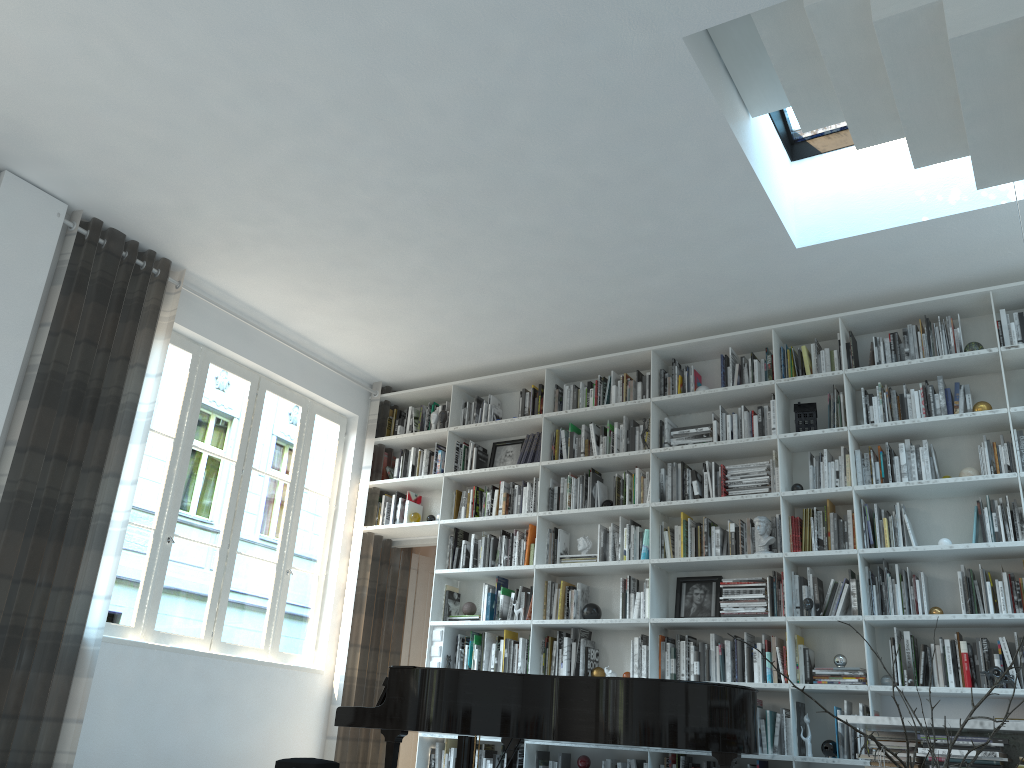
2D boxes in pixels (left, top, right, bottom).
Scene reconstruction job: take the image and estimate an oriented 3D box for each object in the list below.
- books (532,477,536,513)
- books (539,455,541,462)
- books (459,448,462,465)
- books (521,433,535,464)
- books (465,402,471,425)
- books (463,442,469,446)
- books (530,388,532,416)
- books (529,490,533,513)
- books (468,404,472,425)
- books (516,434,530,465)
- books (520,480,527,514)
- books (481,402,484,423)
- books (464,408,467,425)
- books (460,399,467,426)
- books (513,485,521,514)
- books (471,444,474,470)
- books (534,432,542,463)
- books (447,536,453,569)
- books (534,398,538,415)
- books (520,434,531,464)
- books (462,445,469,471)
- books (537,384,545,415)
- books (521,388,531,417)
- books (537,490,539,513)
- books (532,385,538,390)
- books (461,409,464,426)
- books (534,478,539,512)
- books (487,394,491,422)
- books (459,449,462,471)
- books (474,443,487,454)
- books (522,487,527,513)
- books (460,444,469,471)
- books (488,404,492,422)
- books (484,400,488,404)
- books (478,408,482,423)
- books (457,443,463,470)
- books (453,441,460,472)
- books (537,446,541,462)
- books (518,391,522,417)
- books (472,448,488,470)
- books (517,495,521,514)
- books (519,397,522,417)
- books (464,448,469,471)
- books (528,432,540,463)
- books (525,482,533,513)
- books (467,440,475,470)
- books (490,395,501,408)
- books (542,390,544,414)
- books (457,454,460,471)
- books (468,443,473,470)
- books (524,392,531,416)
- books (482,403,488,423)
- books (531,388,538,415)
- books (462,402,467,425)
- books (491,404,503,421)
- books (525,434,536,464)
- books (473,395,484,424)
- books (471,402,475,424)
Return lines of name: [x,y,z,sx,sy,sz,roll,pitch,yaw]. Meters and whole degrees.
books: [0.199,0.843,6.432,0.012,0.289,0.183,-9,-25,30]
books: [0.271,0.512,6.572,0.079,0.284,0.175,-9,-25,30]
books: [-0.353,0.632,6.895,0.009,0.227,0.185,-9,-25,30]
books: [0.149,0.530,6.621,0.110,0.278,0.175,-9,-25,30]
books: [-0.313,0.286,7.037,0.012,0.248,0.180,-9,-25,30]
books: [-0.349,0.611,6.922,0.006,0.287,0.144,-9,-25,30]
books: [0.186,0.189,6.762,0.013,0.282,0.167,-9,-25,30]
books: [0.175,0.894,6.450,0.013,0.205,0.173,-9,-25,30]
books: [-0.289,0.292,7.016,0.013,0.224,0.177,-9,-25,30]
books: [0.115,0.540,6.651,0.110,0.278,0.175,-9,-25,30]
books: [0.117,0.866,6.490,0.012,0.279,0.188,-9,-25,30]
books: [-0.189,0.277,6.955,0.013,0.218,0.181,-9,-25,30]
books: [-0.329,0.310,7.047,0.032,0.209,0.159,-9,-25,30]
books: [-0.363,0.283,7.085,0.007,0.284,0.160,-9,-25,30]
books: [0.064,0.891,6.533,0.029,0.259,0.158,-9,-25,30]
books: [-0.258,0.609,6.850,0.011,0.249,0.168,-9,-25,30]
books: [0.232,0.519,6.594,0.079,0.284,0.175,-9,-25,30]
books: [-0.430,1.299,6.676,0.012,0.284,0.160,-9,-25,30]
books: [0.225,0.222,6.713,0.027,0.189,0.178,-9,-25,30]
books: [0.139,0.540,6.646,0.110,0.278,0.175,-9,-25,30]
books: [-0.331,0.617,6.877,0.004,0.245,0.189,-9,-25,30]
books: [0.245,0.166,6.711,0.025,0.296,0.164,-9,-25,30]
books: [0.128,0.196,6.783,0.024,0.278,0.188,-9,-25,30]
books: [0.259,0.866,6.362,0.039,0.201,0.236,-9,-26,30]
books: [0.183,0.180,6.787,0.014,0.319,0.137,-9,-25,30]
books: [-0.359,0.316,7.058,0.017,0.203,0.143,-9,-25,30]
books: [0.219,0.845,6.433,0.022,0.288,0.170,-9,-25,30]
books: [-0.152,0.240,6.965,0.007,0.300,0.146,-9,-25,30]
books: [-0.353,0.634,6.881,0.004,0.213,0.187,-9,-25,30]
books: [-0.249,0.605,6.844,0.012,0.253,0.167,-9,-25,30]
books: [0.131,0.885,6.467,0.031,0.230,0.173,-9,-25,30]
books: [-0.339,0.617,6.897,0.009,0.259,0.184,-9,-25,30]
books: [-0.137,0.280,6.930,0.014,0.201,0.171,-9,-25,30]
books: [-0.193,0.267,6.975,0.013,0.251,0.129,-9,-25,30]
books: [-0.215,0.300,6.968,0.026,0.182,0.162,-9,-25,30]
books: [-0.379,0.615,6.933,0.006,0.286,0.149,-9,-25,30]
books: [-0.396,0.610,6.933,0.005,0.291,0.184,-9,-25,30]
books: [0.254,0.517,6.587,0.079,0.284,0.175,-9,-25,30]
books: [0.097,0.210,6.819,0.013,0.276,0.151,-9,-25,30]
books: [-0.244,0.619,6.825,0.012,0.213,0.186,-9,-25,30]
books: [0.082,0.921,6.505,0.022,0.185,0.137,-9,-25,30]
books: [0.106,0.230,6.789,0.028,0.217,0.153,-9,-25,30]
books: [-0.310,0.628,6.865,0.018,0.218,0.187,-9,-25,30]
books: [0.194,0.519,6.594,0.097,0.281,0.175,-9,-25,30]
books: [0.155,0.866,6.460,0.022,0.262,0.175,-9,-25,30]
books: [-0.283,0.599,6.872,0.005,0.280,0.191,-9,-25,30]
books: [-0.137,0.246,6.968,0.015,0.292,0.131,-9,-25,30]
books: [0.276,0.187,6.711,0.022,0.259,0.152,-9,-25,30]
books: [-0.370,0.653,6.915,0.015,0.206,0.173,-9,-25,30]
books: [-0.277,0.604,6.853,0.023,0.257,0.184,-9,-25,30]
books: [0.149,0.206,6.763,0.028,0.248,0.156,-9,-25,30]
books: [-0.178,0.275,6.940,0.021,0.213,0.174,-9,-25,30]
books: [0.198,0.186,6.740,0.011,0.273,0.184,-9,-25,30]
books: [-0.344,0.291,7.067,0.007,0.257,0.157,-9,-25,30]
books: [-0.120,0.278,6.933,0.013,0.209,0.137,-9,-25,30]
books: [0.178,0.533,6.624,0.110,0.278,0.175,-9,-25,30]
books: [-0.239,0.252,6.981,0.015,0.278,0.191,-9,-25,30]
books: [-0.274,0.284,7.016,0.016,0.242,0.156,-9,-25,30]
